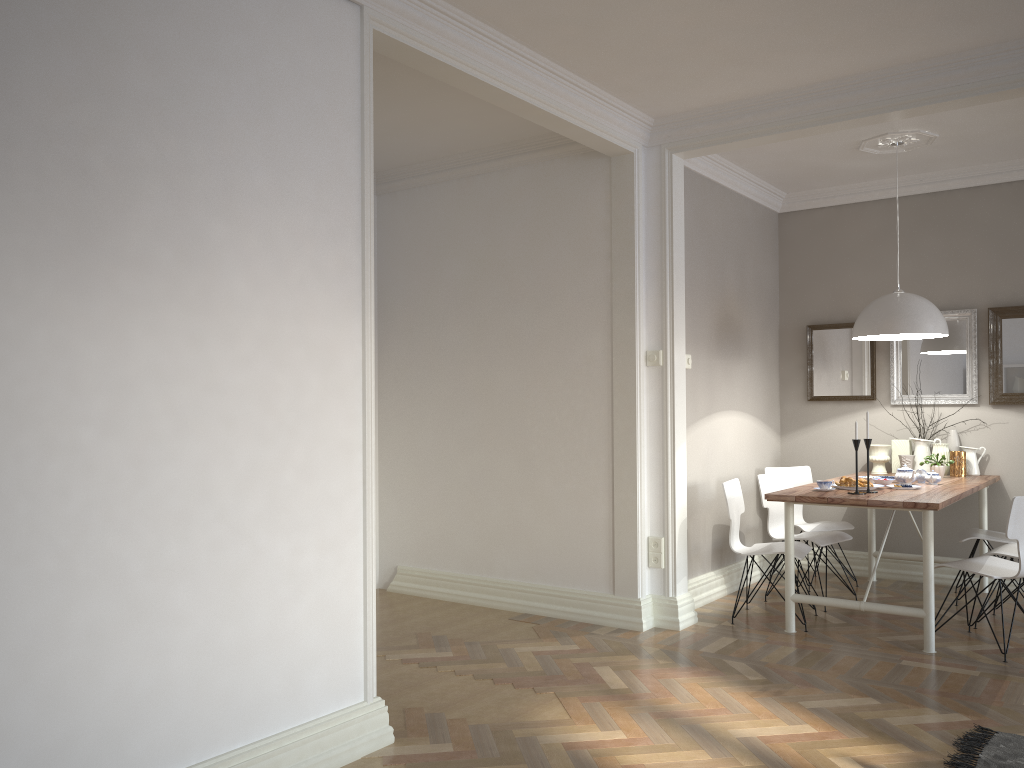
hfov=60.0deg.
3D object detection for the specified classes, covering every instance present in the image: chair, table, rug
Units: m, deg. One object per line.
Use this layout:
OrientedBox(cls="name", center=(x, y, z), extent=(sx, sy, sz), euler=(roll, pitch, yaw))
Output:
OrientedBox(cls="chair", center=(2.038, 0.973, 6.088), extent=(0.431, 0.785, 0.479), euler=(0, -1, -23))
OrientedBox(cls="chair", center=(2.398, 0.926, 4.437), extent=(0.431, 0.785, 0.479), euler=(0, -1, -34))
OrientedBox(cls="chair", center=(2.818, 0.934, 4.819), extent=(0.479, 0.785, 0.431), euler=(-1, -1, 41))
OrientedBox(cls="chair", center=(1.833, 0.959, 5.535), extent=(0.431, 0.785, 0.479), euler=(0, -1, -44))
OrientedBox(cls="chair", center=(2.979, 0.949, 5.446), extent=(0.479, 0.785, 0.431), euler=(-1, -1, 26))
OrientedBox(cls="chair", center=(1.465, 0.949, 5.059), extent=(0.479, 0.785, 0.431), euler=(-1, -1, 26))
OrientedBox(cls="table", center=(2.275, 0.968, 5.264), extent=(0.853, 0.750, 1.986), euler=(-1, -2, 36))
OrientedBox(cls="rug", center=(1.978, 1.246, 1.925), extent=(2.111, 0.055, 2.015), euler=(-1, -2, 36))

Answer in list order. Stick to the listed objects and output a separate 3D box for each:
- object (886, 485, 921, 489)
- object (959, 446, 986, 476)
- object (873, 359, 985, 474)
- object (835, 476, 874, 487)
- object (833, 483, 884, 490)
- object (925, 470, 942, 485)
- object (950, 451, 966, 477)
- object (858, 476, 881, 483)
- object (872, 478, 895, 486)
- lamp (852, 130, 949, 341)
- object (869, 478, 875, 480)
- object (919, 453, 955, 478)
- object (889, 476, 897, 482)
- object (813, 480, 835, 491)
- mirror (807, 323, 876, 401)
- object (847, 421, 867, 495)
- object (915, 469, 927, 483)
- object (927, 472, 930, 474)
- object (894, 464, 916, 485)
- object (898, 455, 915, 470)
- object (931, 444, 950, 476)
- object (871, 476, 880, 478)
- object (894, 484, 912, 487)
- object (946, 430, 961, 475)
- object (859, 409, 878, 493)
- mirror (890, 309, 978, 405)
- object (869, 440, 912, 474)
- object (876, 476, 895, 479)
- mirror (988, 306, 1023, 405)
OrientedBox(cls="object", center=(2.199, 0.580, 4.979), extent=(0.180, 0.014, 0.180), euler=(0, -2, 1))
OrientedBox(cls="object", center=(3.028, 0.506, 5.848), extent=(0.136, 0.194, 0.115), euler=(0, -1, -24))
OrientedBox(cls="object", center=(2.782, 0.217, 5.907), extent=(0.698, 0.781, 0.352), euler=(-1, -1, 18))
OrientedBox(cls="object", center=(1.921, 0.554, 5.005), extent=(0.197, 0.063, 0.188), euler=(-1, -1, 6))
OrientedBox(cls="object", center=(1.946, 0.579, 5.001), extent=(0.287, 0.019, 0.287), euler=(-1, -2, 24))
OrientedBox(cls="object", center=(2.476, 0.548, 5.214), extent=(0.090, 0.086, 0.090), euler=(0, -1, -9))
OrientedBox(cls="object", center=(2.902, 0.520, 5.770), extent=(0.095, 0.163, 0.095), euler=(0, -1, -14))
OrientedBox(cls="object", center=(2.149, 0.577, 5.324), extent=(0.129, 0.038, 0.129), euler=(-2, -2, 41))
OrientedBox(cls="object", center=(2.159, 0.572, 5.155), extent=(0.129, 0.038, 0.129), euler=(-1, -2, 36))
OrientedBox(cls="lamp", center=(2.302, -0.869, 5.286), extent=(0.530, 1.182, 0.530), euler=(-1, -1, 44))
OrientedBox(cls="object", center=(2.121, 0.556, 5.124), extent=(0.130, 0.027, 0.028), euler=(0, -1, -11))
OrientedBox(cls="object", center=(2.726, 0.520, 5.683), extent=(0.178, 0.162, 0.169), euler=(0, -1, -13))
OrientedBox(cls="object", center=(2.318, 0.589, 5.479), extent=(0.287, 0.019, 0.287), euler=(-1, -2, 9))
OrientedBox(cls="object", center=(1.725, 0.559, 4.875), extent=(0.116, 0.056, 0.137), euler=(0, -1, -23))
OrientedBox(cls="mirror", center=(2.376, -0.157, 6.405), extent=(0.474, 0.557, 0.052), euler=(-1, -1, 36))
OrientedBox(cls="object", center=(1.824, 0.384, 4.694), extent=(0.095, 0.396, 0.095), euler=(-1, -1, 32))
OrientedBox(cls="object", center=(2.449, 0.550, 5.310), extent=(0.072, 0.086, 0.086), euler=(0, -1, 1))
OrientedBox(cls="object", center=(2.533, 0.568, 5.455), extent=(0.116, 0.056, 0.116), euler=(-1, -1, 9))
OrientedBox(cls="object", center=(2.325, 0.533, 5.234), extent=(0.143, 0.118, 0.124), euler=(-1, -1, 41))
OrientedBox(cls="object", center=(2.652, 0.543, 5.952), extent=(0.094, 0.132, 0.097), euler=(0, -1, 3))
OrientedBox(cls="object", center=(2.837, 0.500, 5.865), extent=(0.114, 0.209, 0.112), euler=(-1, -1, 36))
OrientedBox(cls="object", center=(2.177, 0.557, 5.324), extent=(0.020, 0.003, 0.194), euler=(-1, -2, 4))
OrientedBox(cls="object", center=(2.198, 0.575, 4.967), extent=(0.100, 0.025, 0.066), euler=(-1, -1, 13))
OrientedBox(cls="object", center=(2.951, 0.456, 5.931), extent=(0.091, 0.301, 0.091), euler=(0, -1, -10))
OrientedBox(cls="object", center=(1.911, 0.359, 4.761), extent=(0.095, 0.448, 0.095), euler=(-1, -1, 32))
OrientedBox(cls="mirror", center=(2.871, -0.177, 6.047), extent=(0.544, 0.632, 0.047), euler=(-1, -1, 36))
OrientedBox(cls="object", center=(2.587, 0.499, 6.098), extent=(0.310, 0.228, 0.173), euler=(0, -1, -11))
OrientedBox(cls="object", center=(2.317, 0.585, 5.484), extent=(0.201, 0.022, 0.194), euler=(1, -2, -34))
OrientedBox(cls="mirror", center=(3.344, -0.187, 5.691), extent=(0.503, 0.637, 0.049), euler=(-1, -1, 36))
